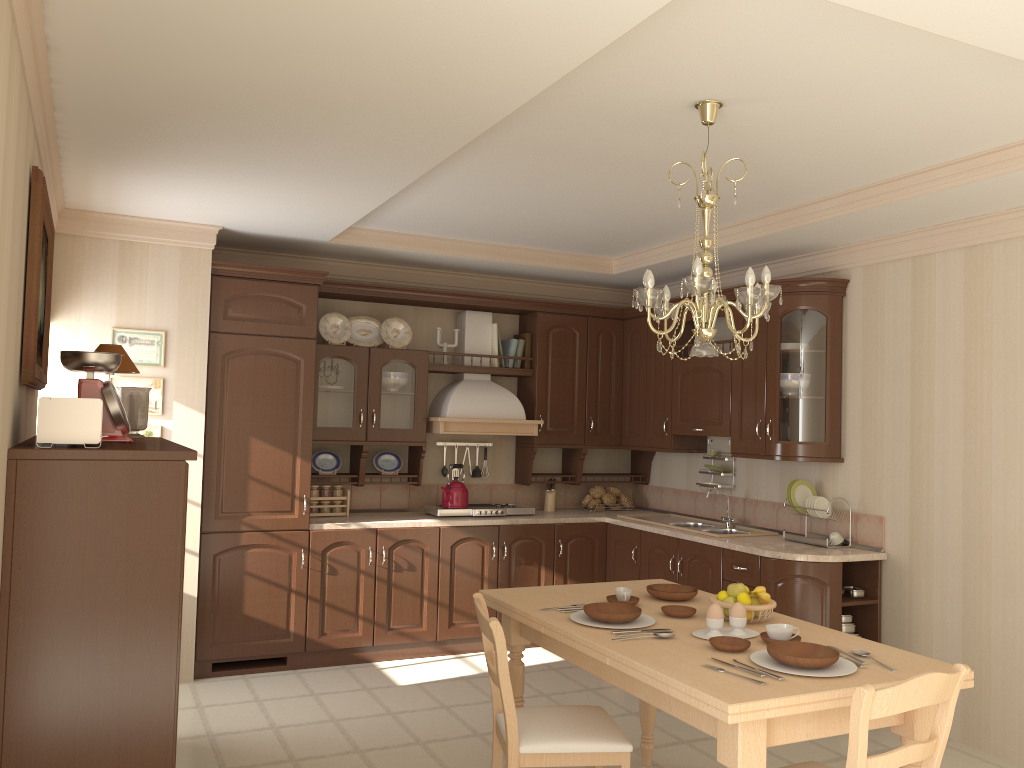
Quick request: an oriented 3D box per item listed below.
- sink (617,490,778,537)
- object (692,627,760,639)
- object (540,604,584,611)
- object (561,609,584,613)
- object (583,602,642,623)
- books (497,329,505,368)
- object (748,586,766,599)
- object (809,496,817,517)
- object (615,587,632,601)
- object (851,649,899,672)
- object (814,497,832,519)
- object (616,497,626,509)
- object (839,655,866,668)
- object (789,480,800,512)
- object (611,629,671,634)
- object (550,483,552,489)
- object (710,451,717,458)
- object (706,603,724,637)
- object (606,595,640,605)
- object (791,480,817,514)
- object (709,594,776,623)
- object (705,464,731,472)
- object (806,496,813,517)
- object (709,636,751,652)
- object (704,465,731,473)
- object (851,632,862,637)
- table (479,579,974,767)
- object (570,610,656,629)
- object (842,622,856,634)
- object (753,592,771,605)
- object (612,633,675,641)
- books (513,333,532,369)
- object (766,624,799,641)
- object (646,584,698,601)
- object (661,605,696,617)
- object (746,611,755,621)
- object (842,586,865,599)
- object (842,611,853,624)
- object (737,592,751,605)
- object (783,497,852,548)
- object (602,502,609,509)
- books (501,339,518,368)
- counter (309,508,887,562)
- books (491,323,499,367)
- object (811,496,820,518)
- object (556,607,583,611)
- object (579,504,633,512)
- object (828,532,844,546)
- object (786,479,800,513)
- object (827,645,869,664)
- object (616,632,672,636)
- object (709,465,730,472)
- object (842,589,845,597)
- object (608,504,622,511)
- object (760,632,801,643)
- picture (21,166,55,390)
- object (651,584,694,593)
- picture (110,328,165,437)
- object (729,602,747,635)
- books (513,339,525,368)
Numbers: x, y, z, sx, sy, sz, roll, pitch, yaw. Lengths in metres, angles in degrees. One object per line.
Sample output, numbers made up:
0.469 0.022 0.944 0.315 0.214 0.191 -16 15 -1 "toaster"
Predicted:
1.153 0.837 5.667 0.448 0.348 1.077 3 -3 -25 "sink"
0.710 0.831 2.947 0.245 0.005 0.157 3 -3 -29 "object"
0.197 0.834 3.314 0.218 0.004 0.028 3 -3 -35 "object"
0.280 0.832 3.266 0.218 0.008 0.022 3 -3 -23 "object"
0.352 0.808 3.112 0.204 0.042 0.204 3 -3 -25 "object"
-0.115 -0.244 6.231 0.068 0.271 0.194 3 -3 -25 "books"
0.877 0.760 3.183 0.066 0.085 0.184 1 -3 12 "object"
1.699 0.684 4.937 0.123 0.119 0.034 3 -3 -23 "object"
0.426 0.816 3.391 0.063 0.055 0.119 1 -2 3 "object"
1.085 0.828 2.661 0.047 0.011 0.219 2 -2 -9 "object"
1.716 0.683 4.899 0.123 0.119 0.034 3 -3 -26 "object"
0.792 0.881 6.570 0.091 0.100 0.125 3 -3 -30 "object"
1.000 0.828 2.686 0.023 0.008 0.221 2 -2 -10 "object"
1.650 0.640 5.049 0.193 0.188 0.047 3 -3 -24 "object"
0.430 0.823 2.959 0.221 0.008 0.023 3 -3 -20 "object"
0.280 0.775 6.424 0.016 0.158 0.051 0 -3 27 "object"
1.341 0.465 5.892 0.044 0.051 0.049 0 -3 33 "object"
0.673 0.779 2.940 0.058 0.104 0.058 -1 -3 43 "object"
0.425 0.832 3.397 0.126 0.026 0.127 2 -2 1 "object"
1.657 0.639 5.033 0.193 0.188 0.047 3 -3 -24 "object"
0.830 0.812 3.196 0.235 0.068 0.235 1 -3 22 "object"
1.343 0.551 5.795 0.167 0.051 0.174 3 -3 -25 "object"
1.690 0.685 4.957 0.123 0.119 0.034 3 -3 -26 "object"
0.677 0.812 2.757 0.126 0.026 0.127 3 -3 -34 "object"
1.341 0.557 5.794 0.167 0.051 0.174 3 -3 -25 "object"
1.742 1.343 4.699 0.145 0.077 0.208 2 -3 -14 "object"
0.597 1.225 3.087 0.900 0.774 1.567 3 -3 -25 "table"
0.352 0.826 3.110 0.299 0.009 0.299 3 -3 -27 "object"
1.744 1.283 4.701 0.106 0.057 0.152 2 -3 -14 "object"
0.888 0.778 3.167 0.064 0.094 0.176 1 -3 11 "object"
0.427 0.818 2.862 0.219 0.011 0.047 2 -3 -17 "object"
0.075 -0.227 6.307 0.052 0.254 0.205 3 -3 -25 "books"
0.870 0.805 2.848 0.119 0.055 0.063 2 -3 -12 "object"
0.639 0.837 3.544 0.204 0.042 0.204 1 -3 13 "object"
0.606 0.830 3.225 0.127 0.026 0.126 0 -3 29 "object"
0.828 0.813 3.131 0.055 0.046 0.046 1 -2 7 "object"
1.812 1.107 4.710 0.084 0.045 0.120 2 -3 -14 "object"
1.745 1.236 4.703 0.084 0.045 0.120 2 -3 -14 "object"
0.823 0.765 3.143 0.045 0.053 0.051 3 -3 -37 "object"
1.695 0.751 4.936 0.172 0.275 0.359 3 -3 -24 "object"
0.705 0.878 6.539 0.098 0.094 0.114 -1 -3 45 "object"
-0.034 -0.210 6.262 0.086 0.209 0.205 3 -3 -25 "books"
0.263 0.875 5.165 2.603 0.034 2.422 3 -3 -25 "counter"
-0.146 -0.264 6.209 0.042 0.305 0.194 3 -3 -25 "books"
1.707 0.684 4.918 0.123 0.119 0.034 3 -3 -26 "object"
0.261 0.833 3.299 0.212 0.008 0.018 3 -3 -26 "object"
0.688 0.899 6.498 0.364 0.060 0.199 3 -3 -25 "object"
1.776 0.847 4.852 0.073 0.072 0.085 0 -3 29 "object"
1.642 0.640 5.066 0.193 0.188 0.047 3 -3 -24 "object"
1.030 0.832 2.730 0.022 0.004 0.216 2 -2 -10 "object"
0.441 0.824 2.925 0.216 0.004 0.022 3 -3 -20 "object"
1.342 0.554 5.795 0.167 0.051 0.174 3 -3 -25 "object"
1.695 1.103 4.703 0.084 0.045 0.120 4 -3 -39 "object"
0.754 0.902 6.503 0.103 0.060 0.105 3 -3 -30 "object"
0.862 0.821 2.846 0.126 0.026 0.127 3 -3 -34 "object"
-1.716 -0.330 3.227 0.036 0.687 0.990 3 -3 -25 "picture"
0.641 0.833 3.543 0.168 0.034 0.168 2 -3 -14 "object"
-2.013 0.191 4.727 0.268 0.964 0.010 3 -3 -25 "picture"
0.757 0.783 2.971 0.058 0.104 0.058 -1 -3 43 "object"
0.016 -0.207 6.275 0.080 0.209 0.205 3 -3 -25 "books"
